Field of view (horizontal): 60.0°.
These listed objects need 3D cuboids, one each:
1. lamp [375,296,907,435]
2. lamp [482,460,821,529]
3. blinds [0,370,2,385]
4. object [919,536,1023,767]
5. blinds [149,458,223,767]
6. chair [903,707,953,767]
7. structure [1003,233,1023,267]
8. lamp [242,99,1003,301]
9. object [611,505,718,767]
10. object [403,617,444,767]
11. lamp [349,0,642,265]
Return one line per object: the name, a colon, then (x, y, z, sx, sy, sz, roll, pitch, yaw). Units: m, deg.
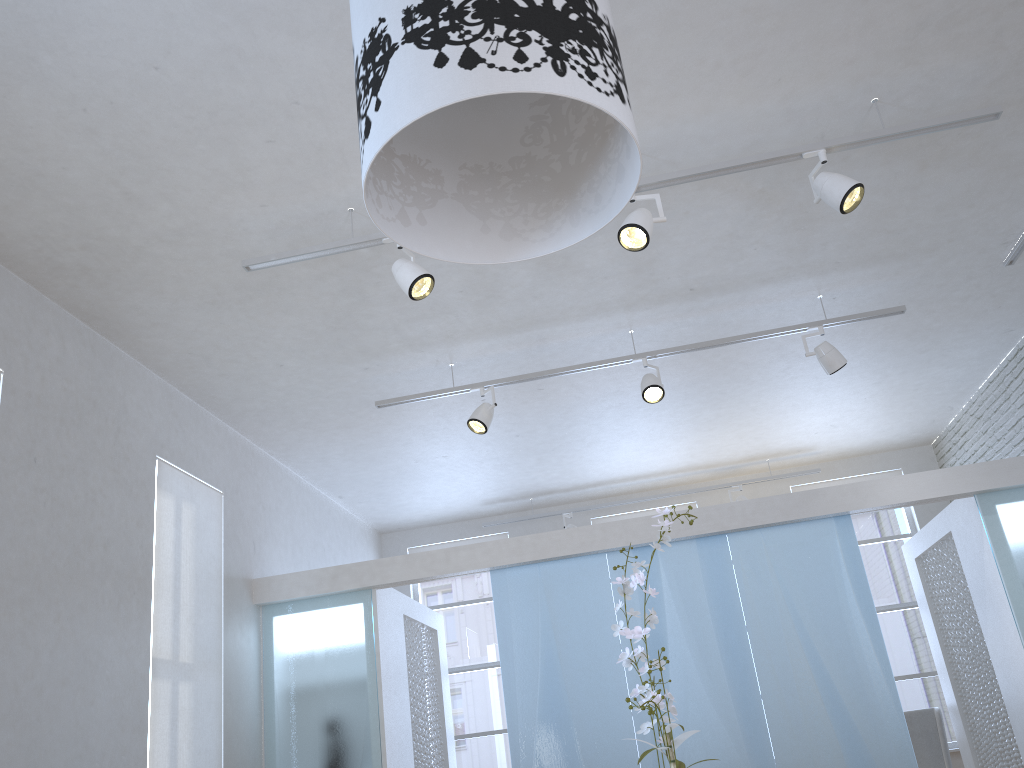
lamp: (0.707, -0.087, 5.165, 3.118, 0.481, 0.207, -9, -22, 4)
lamp: (1.260, 1.125, 8.148, 3.119, 0.481, 0.199, -10, -22, 5)
blinds: (-2.110, 0.761, 3.027, 0.007, 2.087, 0.769, -10, -22, 6)
object: (3.143, 2.054, 5.926, 0.051, 1.994, 0.932, -10, -22, 6)
blinds: (-1.769, 1.506, 4.858, 0.007, 2.088, 0.769, -10, -22, 6)
chair: (3.019, 2.906, 6.513, 0.474, 0.950, 0.381, -21, -26, 30)
structure: (2.480, -1.344, 3.184, 0.053, 0.180, 3.946, -10, -23, 6)
lamp: (0.382, -0.715, 3.607, 3.120, 0.481, 0.225, -10, -22, 7)
object: (0.186, 0.470, 1.151, 0.167, 0.631, 0.203, -22, -26, 32)
object: (-0.604, 2.732, 6.374, 0.051, 1.994, 0.932, -10, -22, 6)
lamp: (-0.104, -0.978, 1.553, 0.399, 1.521, 0.404, 3, -24, -24)
